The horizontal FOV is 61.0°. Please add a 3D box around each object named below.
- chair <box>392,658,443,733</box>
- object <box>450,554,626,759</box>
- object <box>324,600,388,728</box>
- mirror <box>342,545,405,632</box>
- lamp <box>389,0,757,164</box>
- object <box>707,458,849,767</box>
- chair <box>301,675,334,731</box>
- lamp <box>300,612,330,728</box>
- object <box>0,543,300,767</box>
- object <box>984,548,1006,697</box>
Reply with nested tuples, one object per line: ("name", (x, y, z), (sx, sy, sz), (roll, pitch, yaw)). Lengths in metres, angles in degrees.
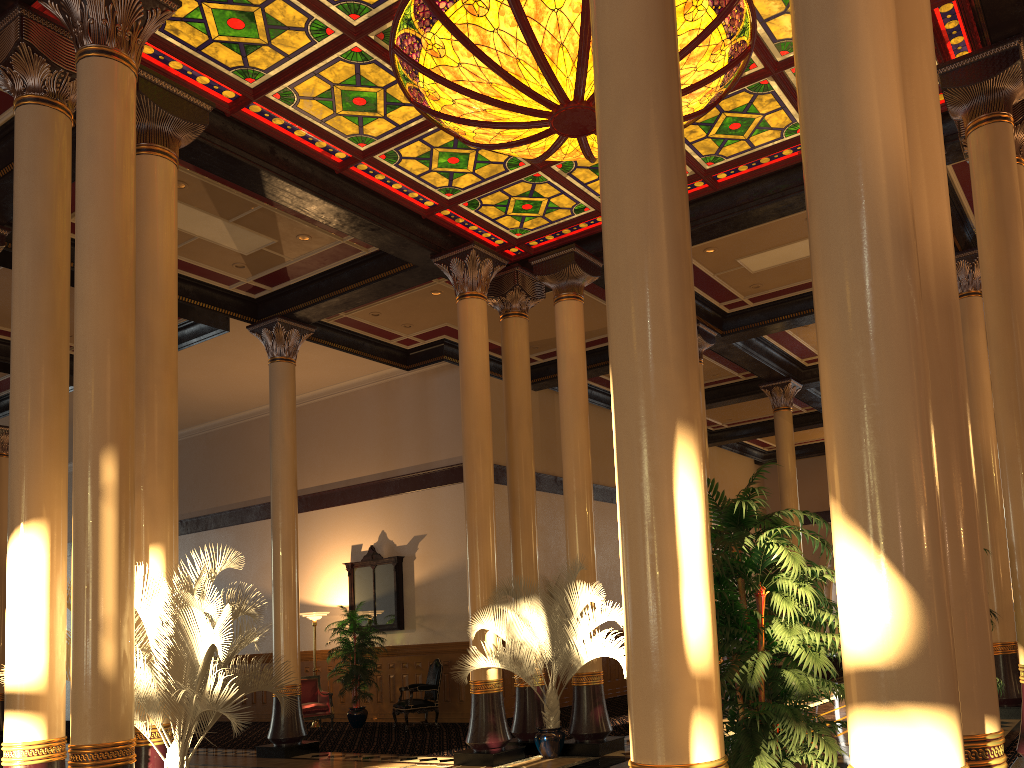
("chair", (-1.522, 4.982, 13.963), (0.771, 1.078, 0.730), (2, -11, -30))
("object", (0.613, 3.029, 9.689), (1.781, 2.230, 2.171), (-11, -13, 37))
("object", (-2.646, 4.759, 14.781), (1.087, 2.111, 1.050), (-2, -8, -7))
("mirror", (-2.478, 3.661, 15.579), (1.353, 1.524, 0.208), (-10, -9, 34))
("lamp", (0.519, -2.445, 7.180), (2.928, 0.589, 3.153), (-13, -18, 31))
("object", (1.094, 1.387, 3.851), (1.087, 2.111, 1.050), (-2, -8, -7))
("chair", (-3.391, 5.339, 14.478), (0.711, 0.902, 0.633), (4, -12, -35))
("lamp", (-3.470, 5.041, 15.337), (0.584, 1.975, 0.587), (-3, -7, -5))
("object", (-2.217, 2.265, 6.357), (2.011, 2.215, 1.896), (-8, -11, 22))
("object", (3.576, 2.227, 7.328), (1.014, 2.111, 1.125), (-7, -9, 23))
